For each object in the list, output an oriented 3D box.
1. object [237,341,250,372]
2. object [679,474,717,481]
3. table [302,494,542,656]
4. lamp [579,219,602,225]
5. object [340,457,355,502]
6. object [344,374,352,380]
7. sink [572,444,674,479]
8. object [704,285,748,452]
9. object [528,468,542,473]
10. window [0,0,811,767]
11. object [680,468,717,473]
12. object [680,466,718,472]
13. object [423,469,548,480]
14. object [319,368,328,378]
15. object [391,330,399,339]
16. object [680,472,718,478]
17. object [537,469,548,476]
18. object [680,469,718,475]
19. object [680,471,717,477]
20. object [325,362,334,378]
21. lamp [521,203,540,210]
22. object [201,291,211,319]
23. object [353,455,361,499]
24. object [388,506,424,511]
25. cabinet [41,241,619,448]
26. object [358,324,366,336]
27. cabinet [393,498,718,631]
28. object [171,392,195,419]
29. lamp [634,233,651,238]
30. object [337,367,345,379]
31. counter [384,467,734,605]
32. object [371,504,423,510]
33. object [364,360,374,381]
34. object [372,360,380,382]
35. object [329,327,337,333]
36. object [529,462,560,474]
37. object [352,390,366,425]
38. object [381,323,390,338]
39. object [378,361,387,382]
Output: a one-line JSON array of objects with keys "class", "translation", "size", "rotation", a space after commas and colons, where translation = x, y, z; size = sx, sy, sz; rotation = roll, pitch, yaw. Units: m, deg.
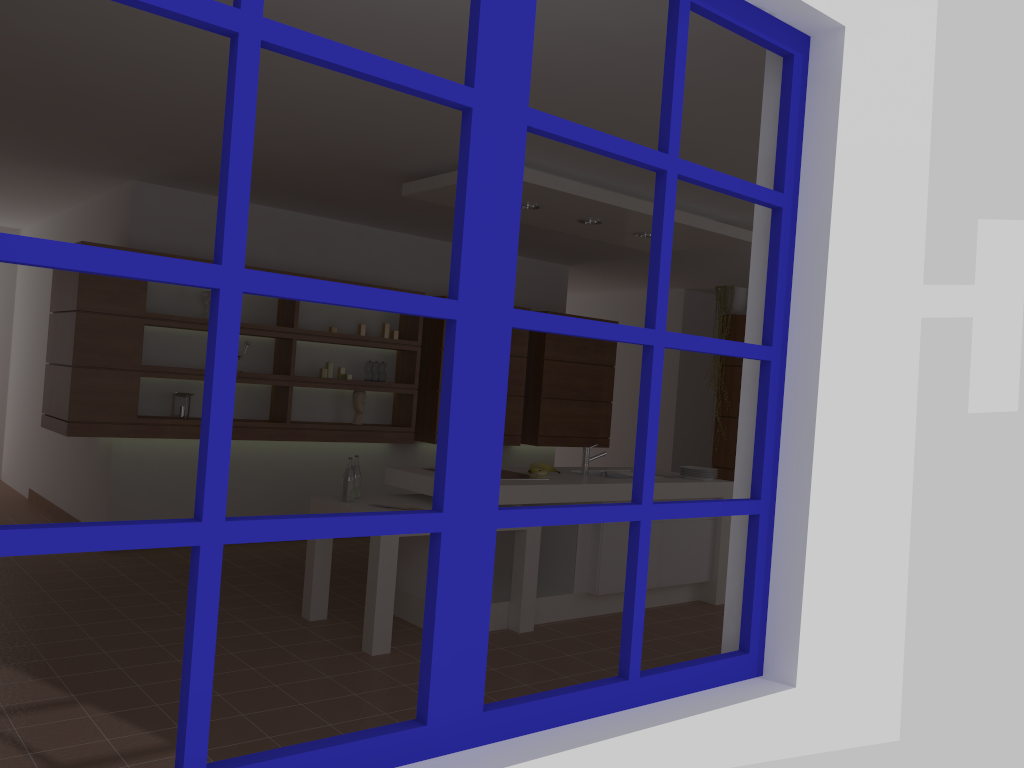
[{"class": "object", "translation": [-1.945, -0.201, 6.222], "size": [0.190, 0.227, 0.136], "rotation": [4, 0, -7]}, {"class": "object", "translation": [1.220, 0.611, 5.806], "size": [0.228, 0.020, 0.228], "rotation": [4, 0, 33]}, {"class": "table", "translation": [-0.479, 0.968, 4.763], "size": [1.003, 0.647, 0.737], "rotation": [4, 0, -39]}, {"class": "lamp", "translation": [0.482, -1.015, 5.443], "size": [0.143, 0.059, 0.143], "rotation": [4, 0, -11]}, {"class": "object", "translation": [-0.854, 0.500, 4.639], "size": [0.071, 0.230, 0.071], "rotation": [4, 0, 32]}, {"class": "object", "translation": [-1.249, -0.053, 6.768], "size": [0.044, 0.040, 0.044], "rotation": [4, 0, -39]}, {"class": "sink", "translation": [0.692, 0.576, 5.702], "size": [0.668, 0.368, 0.404], "rotation": [4, 0, -39]}, {"class": "object", "translation": [1.674, -0.107, 7.024], "size": [0.297, 1.344, 0.279], "rotation": [4, 0, 10]}, {"class": "object", "translation": [0.136, 0.521, 5.349], "size": [0.060, 0.033, 0.207], "rotation": [4, 0, 31]}, {"class": "window", "translation": [-0.052, -0.114, 1.451], "size": [1.699, 1.430, 0.035], "rotation": [4, 0, -39]}, {"class": "object", "translation": [1.223, 0.570, 5.806], "size": [0.228, 0.020, 0.228], "rotation": [4, 0, 33]}, {"class": "object", "translation": [1.224, 0.560, 5.806], "size": [0.228, 0.020, 0.228], "rotation": [4, 0, 33]}, {"class": "object", "translation": [-0.153, 0.514, 5.072], "size": [0.551, 0.006, 0.493], "rotation": [4, 0, -39]}, {"class": "object", "translation": [-1.414, -0.081, 6.645], "size": [0.044, 0.070, 0.044], "rotation": [4, 0, -39]}, {"class": "object", "translation": [-0.917, -0.383, 6.936], "size": [0.044, 0.070, 0.044], "rotation": [4, 0, -39]}, {"class": "object", "translation": [1.221, 0.601, 5.806], "size": [0.228, 0.020, 0.228], "rotation": [4, 0, 33]}, {"class": "object", "translation": [0.182, 0.525, 5.252], "size": [0.060, 0.033, 0.207], "rotation": [4, 0, 6]}, {"class": "object", "translation": [1.222, 0.580, 5.806], "size": [0.228, 0.020, 0.228], "rotation": [4, 0, 33]}, {"class": "object", "translation": [1.221, 0.591, 5.806], "size": [0.228, 0.020, 0.228], "rotation": [4, 0, 33]}, {"class": "object", "translation": [-1.384, -0.103, 6.712], "size": [0.044, 0.120, 0.044], "rotation": [4, 0, -39]}, {"class": "lamp", "translation": [0.093, -1.045, 5.123], "size": [0.143, 0.059, 0.143], "rotation": [4, 0, 34]}, {"class": "object", "translation": [-2.075, -0.536, 6.078], "size": [0.103, 0.197, 0.071], "rotation": [4, 0, 12]}, {"class": "object", "translation": [-0.846, 0.501, 4.784], "size": [0.071, 0.230, 0.071], "rotation": [4, 0, 32]}, {"class": "object", "translation": [-0.520, 0.638, 4.475], "size": [0.168, 0.006, 0.266], "rotation": [4, 0, -23]}, {"class": "cabinet", "translation": [-1.091, -0.152, 7.201], "size": [4.718, 1.200, 0.754], "rotation": [4, 0, -39]}, {"class": "object", "translation": [-1.144, -0.415, 6.758], "size": [0.044, 0.099, 0.044], "rotation": [4, 0, -39]}, {"class": "cabinet", "translation": [0.293, 1.002, 5.394], "size": [2.048, 0.700, 0.737], "rotation": [4, 0, -39]}, {"class": "object", "translation": [-2.223, 0.147, 5.985], "size": [0.159, 0.171, 0.159], "rotation": [4, 0, -3]}, {"class": "lamp", "translation": [0.868, -0.985, 5.759], "size": [0.143, 0.059, 0.143], "rotation": [4, 0, -11]}, {"class": "object", "translation": [-1.310, -0.082, 6.806], "size": [0.044, 0.090, 0.044], "rotation": [4, 0, -39]}, {"class": "counter", "translation": [0.338, 0.955, 5.433], "size": [2.156, 0.800, 0.821], "rotation": [4, 0, -39]}, {"class": "object", "translation": [-0.572, 0.627, 4.497], "size": [0.375, 0.008, 0.041], "rotation": [4, 0, 17]}, {"class": "object", "translation": [-1.116, -0.105, 6.911], "size": [0.065, 0.165, 0.054], "rotation": [4, 0, -24]}, {"class": "object", "translation": [-1.068, -0.101, 6.932], "size": [0.065, 0.165, 0.054], "rotation": [4, 0, -24]}, {"class": "object", "translation": [-1.325, -0.404, 6.564], "size": [0.044, 0.049, 0.044], "rotation": [4, 0, -39]}, {"class": "object", "translation": [0.189, 0.498, 5.281], "size": [0.207, 0.055, 0.047], "rotation": [4, 0, 28]}, {"class": "object", "translation": [-1.188, 0.171, 6.854], "size": [0.100, 0.284, 0.100], "rotation": [4, 0, -9]}, {"class": "object", "translation": [-0.986, -0.414, 6.922], "size": [0.044, 0.120, 0.044], "rotation": [4, 0, -39]}, {"class": "object", "translation": [-1.020, -0.097, 6.953], "size": [0.065, 0.165, 0.054], "rotation": [4, 0, -24]}]
